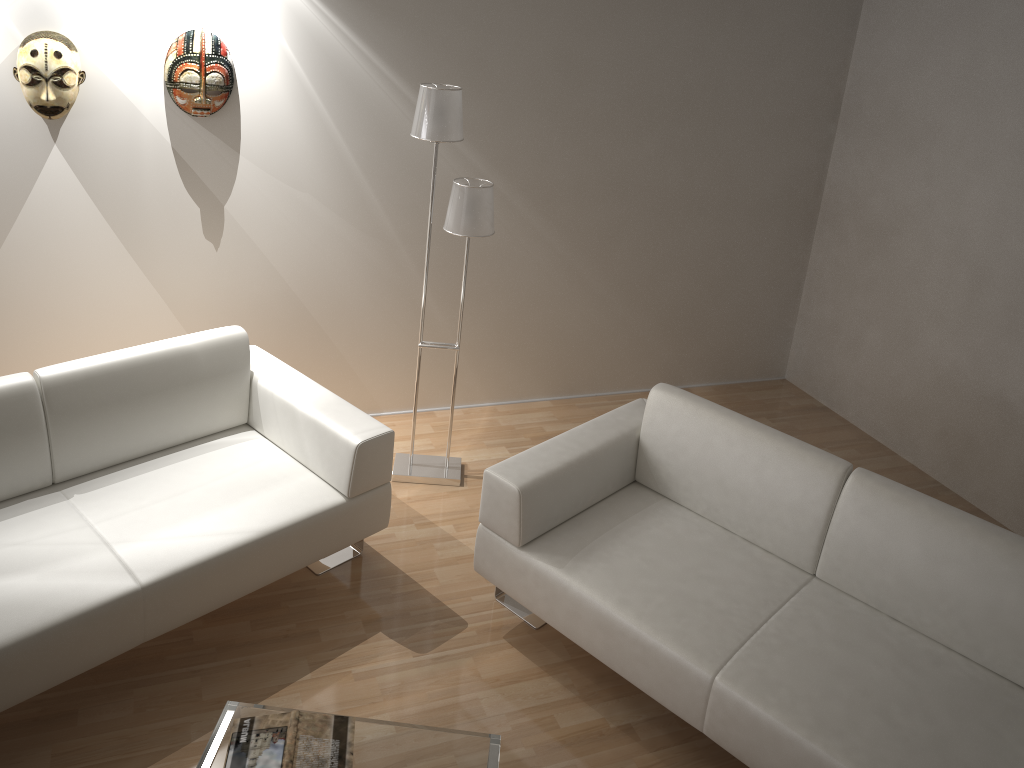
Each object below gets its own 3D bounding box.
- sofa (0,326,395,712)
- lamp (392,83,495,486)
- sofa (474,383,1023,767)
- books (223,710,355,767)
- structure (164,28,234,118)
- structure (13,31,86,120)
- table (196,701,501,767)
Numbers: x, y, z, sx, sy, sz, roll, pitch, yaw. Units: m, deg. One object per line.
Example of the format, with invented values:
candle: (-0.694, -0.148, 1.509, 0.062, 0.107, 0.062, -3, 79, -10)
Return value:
sofa: (-1.337, 0.402, 2.678, 0.933, 0.705, 1.821, 23, 29, 37)
lamp: (-0.278, -0.371, 3.569, 0.365, 1.594, 0.218, 5, 17, -4)
sofa: (0.830, 0.664, 2.622, 1.837, 0.705, 0.925, 26, 29, 38)
books: (-0.520, 0.869, 2.056, 0.291, 0.053, 0.214, 2, 24, -8)
structure: (-1.228, -1.221, 3.449, 0.265, 0.338, 0.078, -3, 20, -23)
structure: (-1.710, -1.130, 3.229, 0.243, 0.314, 0.136, -2, 20, -22)
table: (-0.407, 1.114, 1.901, 0.700, 0.238, 0.836, 7, 24, 1)
